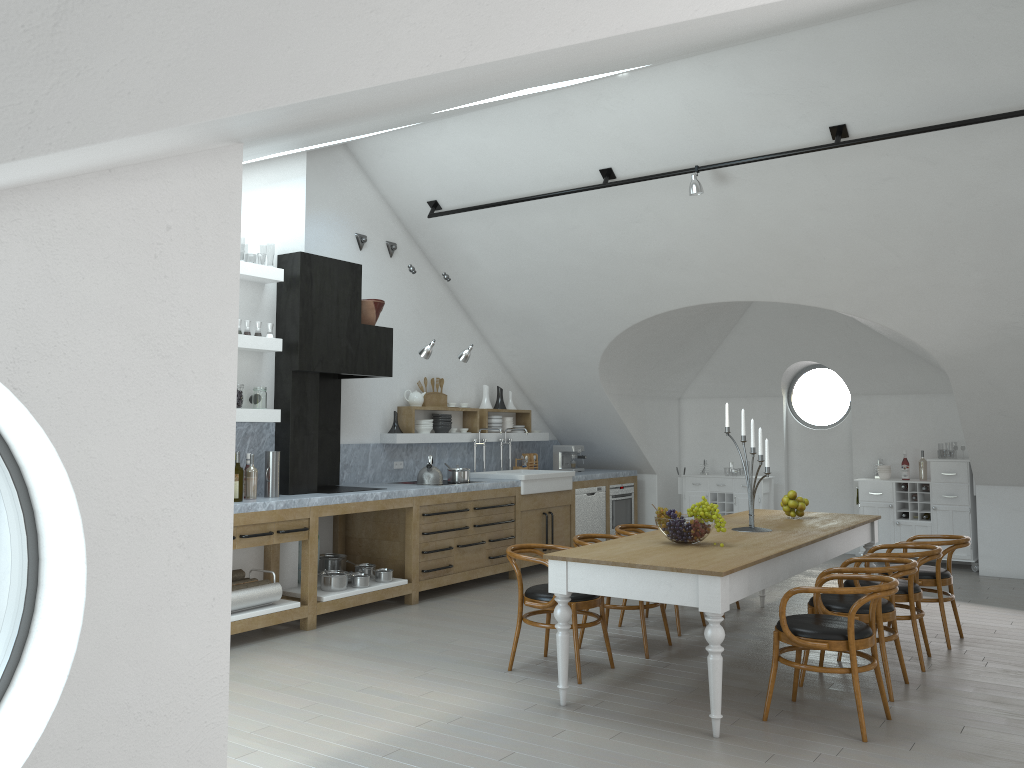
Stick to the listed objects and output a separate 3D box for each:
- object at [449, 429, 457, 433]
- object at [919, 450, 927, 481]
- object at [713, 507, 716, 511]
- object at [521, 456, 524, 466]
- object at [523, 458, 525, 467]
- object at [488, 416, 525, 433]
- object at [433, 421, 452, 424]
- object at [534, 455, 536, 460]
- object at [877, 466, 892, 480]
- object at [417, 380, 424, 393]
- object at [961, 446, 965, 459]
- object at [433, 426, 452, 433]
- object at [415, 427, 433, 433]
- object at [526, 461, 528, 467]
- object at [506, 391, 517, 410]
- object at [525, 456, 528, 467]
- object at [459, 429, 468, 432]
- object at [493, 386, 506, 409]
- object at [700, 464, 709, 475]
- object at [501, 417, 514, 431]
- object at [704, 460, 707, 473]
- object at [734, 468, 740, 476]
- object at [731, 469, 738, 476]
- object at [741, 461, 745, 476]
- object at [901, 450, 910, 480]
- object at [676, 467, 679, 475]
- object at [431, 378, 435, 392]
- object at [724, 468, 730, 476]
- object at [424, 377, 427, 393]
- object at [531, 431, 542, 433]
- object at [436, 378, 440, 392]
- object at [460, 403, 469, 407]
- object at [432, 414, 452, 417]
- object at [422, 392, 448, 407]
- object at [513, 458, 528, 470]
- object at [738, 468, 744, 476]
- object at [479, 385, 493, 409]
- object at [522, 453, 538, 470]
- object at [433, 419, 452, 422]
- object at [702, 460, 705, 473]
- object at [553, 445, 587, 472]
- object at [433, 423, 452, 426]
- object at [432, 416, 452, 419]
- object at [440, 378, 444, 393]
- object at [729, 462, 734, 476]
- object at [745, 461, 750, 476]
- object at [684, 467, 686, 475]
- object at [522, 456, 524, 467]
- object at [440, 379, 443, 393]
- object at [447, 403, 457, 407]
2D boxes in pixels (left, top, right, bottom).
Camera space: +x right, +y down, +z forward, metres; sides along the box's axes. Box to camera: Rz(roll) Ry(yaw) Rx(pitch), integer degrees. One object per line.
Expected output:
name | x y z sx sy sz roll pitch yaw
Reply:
object | -0.624 0.493 9.335 0.098 0.049 0.098 -2 -4 32
object | 4.516 0.897 9.742 0.085 0.331 0.085 1 -5 -6
object | 2.495 1.506 10.772 0.082 0.085 0.317 -3 -4 35
object | 0.125 0.928 10.292 0.040 0.193 0.042 2 -5 -18
object | 0.141 0.939 10.249 0.019 0.179 0.044 0 -4 -1
object | -0.078 0.463 10.095 0.197 0.196 0.656 -2 -4 34
object | -0.719 0.420 9.153 0.205 0.086 0.205 1 -3 -13
object | 0.265 0.936 10.448 0.040 0.193 0.042 0 -5 -5
object | 4.178 0.993 9.944 0.157 0.160 0.154 2 -4 -27
object | -0.895 0.093 9.012 0.016 0.259 0.199 -4 -6 45
object | 4.852 0.738 9.533 0.046 0.143 0.046 4 -6 -44
object | -0.725 0.474 9.150 0.205 0.072 0.205 -1 -3 22
object | -0.886 0.466 8.917 0.181 0.064 0.181 2 -4 -33
object | 0.166 0.940 10.278 0.044 0.179 0.019 -1 -5 19
object | -0.017 0.190 10.248 0.156 0.219 0.155 -1 -4 16
object | 0.165 0.927 10.264 0.040 0.193 0.042 2 -5 -19
object | -0.515 0.501 9.493 0.098 0.049 0.098 -2 -4 32
object | -0.137 0.155 10.060 0.156 0.269 0.156 -3 -5 39
object | 2.419 1.074 11.148 0.101 0.138 0.066 -3 -5 34
object | -0.058 0.460 10.082 0.157 0.160 0.154 2 -4 -27
object | 2.432 1.040 11.131 0.024 0.164 0.039 4 -6 -43
object | 2.746 1.076 10.795 0.094 0.094 0.093 -1 -4 22
object | 2.691 1.076 10.721 0.077 0.085 0.077 -1 -4 22
object | 2.816 1.031 10.765 0.054 0.179 0.054 -1 -5 12
object | 4.371 0.903 9.849 0.081 0.330 0.081 -3 -5 30
object | 2.094 1.171 11.069 0.088 0.269 0.029 -1 -5 8
object | -0.808 0.083 9.142 0.040 0.300 0.061 -3 -5 32
object | 2.606 1.067 10.736 0.081 0.105 0.081 4 -5 -42
object | -0.876 0.077 9.045 0.027 0.300 0.055 -3 -6 34
object | 0.250 0.578 10.583 0.213 0.025 0.213 -1 -3 22
object | -0.773 0.084 9.159 0.019 0.300 0.057 -3 -6 34
object | -0.511 0.234 9.520 0.098 0.049 0.098 -2 -4 32
object | -0.727 0.345 9.167 0.205 0.080 0.205 -2 -4 37
object | -0.801 0.162 9.130 0.084 0.158 0.353 -3 -4 34
object | 0.096 0.944 10.251 0.100 0.172 0.172 -3 -5 36
object | 2.773 1.069 10.708 0.071 0.099 0.071 3 -5 -32
object | -0.288 0.144 9.846 0.156 0.269 0.156 -2 -5 23
object | 0.213 0.928 10.442 0.104 0.223 0.200 -3 -5 35
object | -0.724 0.398 9.158 0.205 0.072 0.205 -1 -3 22
object | 2.414 1.040 11.161 0.039 0.175 0.054 -3 -5 34
object | 0.734 0.897 10.643 0.386 0.321 0.324 -2 -4 34
object | -0.726 0.447 9.152 0.205 0.086 0.205 1 -3 -18
object | -0.725 0.373 9.164 0.205 0.084 0.205 2 -4 -28
object | -0.739 0.088 9.213 0.039 0.298 0.067 -3 -5 34
object | 2.671 1.037 10.787 0.048 0.170 0.048 -2 -5 22
object | 2.845 1.025 10.709 0.063 0.187 0.063 -1 -5 20
object | 2.139 1.170 11.038 0.029 0.269 0.088 3 -5 -29
object | 0.129 0.930 10.265 0.019 0.196 0.022 -2 -5 23
object | -0.732 0.090 9.254 0.030 0.295 0.057 -3 -6 34
object | -0.633 0.224 9.344 0.098 0.049 0.098 -2 -4 32
